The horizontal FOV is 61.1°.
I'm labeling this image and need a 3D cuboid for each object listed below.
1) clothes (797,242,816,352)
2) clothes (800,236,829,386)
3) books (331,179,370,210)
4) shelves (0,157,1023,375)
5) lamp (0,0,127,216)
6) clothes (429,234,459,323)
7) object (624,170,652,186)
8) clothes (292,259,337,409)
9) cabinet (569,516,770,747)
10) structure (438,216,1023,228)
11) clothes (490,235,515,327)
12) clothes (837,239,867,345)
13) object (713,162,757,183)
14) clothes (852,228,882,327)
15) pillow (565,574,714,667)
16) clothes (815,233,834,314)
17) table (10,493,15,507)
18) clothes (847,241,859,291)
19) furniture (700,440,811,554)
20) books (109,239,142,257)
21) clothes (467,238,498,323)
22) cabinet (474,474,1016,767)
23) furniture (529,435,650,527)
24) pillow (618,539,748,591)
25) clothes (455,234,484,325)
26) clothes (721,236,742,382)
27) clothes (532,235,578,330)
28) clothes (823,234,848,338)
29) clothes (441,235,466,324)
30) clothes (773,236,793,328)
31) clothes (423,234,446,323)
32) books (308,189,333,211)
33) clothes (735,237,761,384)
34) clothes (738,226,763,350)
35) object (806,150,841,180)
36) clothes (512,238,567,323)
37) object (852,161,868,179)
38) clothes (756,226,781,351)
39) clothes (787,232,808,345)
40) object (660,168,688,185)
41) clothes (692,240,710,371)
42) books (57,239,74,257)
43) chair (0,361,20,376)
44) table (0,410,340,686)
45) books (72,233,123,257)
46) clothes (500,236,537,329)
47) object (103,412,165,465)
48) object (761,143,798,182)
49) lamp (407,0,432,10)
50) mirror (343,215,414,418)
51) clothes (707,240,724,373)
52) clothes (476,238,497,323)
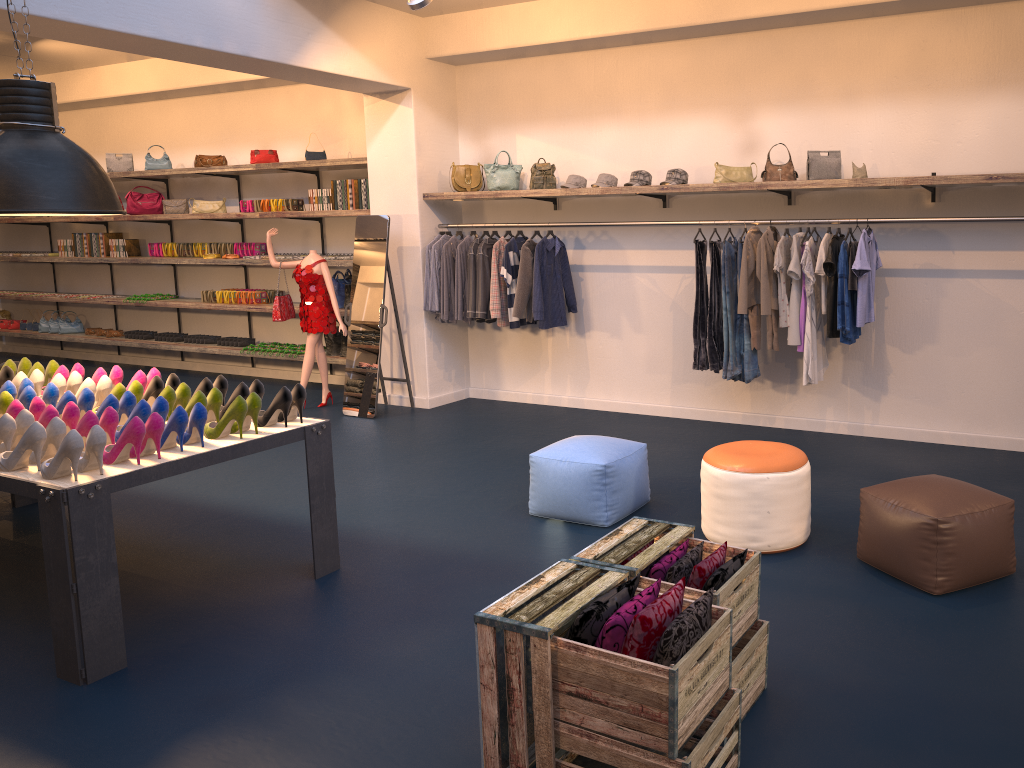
[{"bbox_3d":[2.211,-0.622,6.473,0.086,0.870,0.357,3,8,35],"label":"clothes"},{"bbox_3d":[2.268,-0.546,6.459,0.121,1.101,0.539,3,8,32],"label":"clothes"},{"bbox_3d":[-1.431,-1.834,8.421,0.598,0.286,0.257,4,10,28],"label":"books"},{"bbox_3d":[-2.735,-0.308,4.390,15.690,2.210,9.321,5,12,30],"label":"shelves"},{"bbox_3d":[-2.224,-1.593,3.925,0.661,1.635,0.744,1,8,23],"label":"lamp"},{"bbox_3d":[-0.589,-0.960,7.944,0.113,0.809,0.584,3,9,33],"label":"clothes"},{"bbox_3d":[1.033,-1.674,7.081,0.266,0.135,0.157,-8,11,-37],"label":"object"},{"bbox_3d":[-1.814,-0.464,8.015,0.332,1.375,0.485,1,7,20],"label":"clothes"},{"bbox_3d":[0.569,0.835,3.027,0.518,0.544,0.508,4,10,31],"label":"cabinet"},{"bbox_3d":[2.884,-1.138,6.033,8.122,0.038,0.042,5,11,28],"label":"structure"},{"bbox_3d":[-0.002,-0.914,7.675,0.163,0.790,0.728,3,9,33],"label":"clothes"},{"bbox_3d":[2.476,-0.668,6.323,0.116,0.764,0.526,3,9,32],"label":"clothes"},{"bbox_3d":[1.745,-1.636,6.730,0.384,0.173,0.220,-4,9,-18],"label":"object"},{"bbox_3d":[2.566,-0.772,6.252,0.115,0.694,0.591,3,9,32],"label":"clothes"},{"bbox_3d":[0.354,0.765,2.538,0.406,0.346,0.385,4,10,31],"label":"pillow"},{"bbox_3d":[2.333,-0.815,6.378,0.072,0.582,0.562,3,9,33],"label":"clothes"},{"bbox_3d":[-4.343,0.367,5.374,2.366,0.735,1.332,5,11,30],"label":"table"},{"bbox_3d":[2.465,-0.848,6.269,0.129,0.368,0.491,3,10,32],"label":"clothes"},{"bbox_3d":[1.289,0.576,4.596,0.538,0.476,0.628,5,11,34],"label":"furniture"},{"bbox_3d":[-4.606,-1.616,10.326,0.307,0.211,0.196,4,10,29],"label":"books"},{"bbox_3d":[-0.201,-0.932,7.764,0.119,0.748,0.711,3,9,35],"label":"clothes"},{"bbox_3d":[1.164,0.761,3.397,3.058,0.544,0.686,-10,13,-43],"label":"cabinet"},{"bbox_3d":[0.457,0.527,5.082,0.604,0.420,0.699,4,11,30],"label":"furniture"},{"bbox_3d":[0.556,0.713,3.005,0.427,0.317,0.333,4,10,30],"label":"pillow"},{"bbox_3d":[-0.320,-0.952,7.841,0.177,0.795,0.566,2,9,29],"label":"clothes"},{"bbox_3d":[1.694,-0.568,6.707,0.151,1.128,0.239,0,7,14],"label":"clothes"},{"bbox_3d":[0.358,-0.882,7.482,0.163,0.790,0.728,3,9,33],"label":"clothes"},{"bbox_3d":[2.382,-0.719,6.356,0.128,0.746,0.608,3,9,35],"label":"clothes"},{"bbox_3d":[-0.453,-0.963,7.913,0.177,0.795,0.566,2,9,29],"label":"clothes"},{"bbox_3d":[2.084,-0.771,6.516,0.108,0.680,0.592,3,9,33],"label":"clothes"},{"bbox_3d":[-0.644,-0.964,7.974,0.113,0.809,0.584,3,9,33],"label":"clothes"},{"bbox_3d":[-1.837,-1.824,8.609,0.296,0.208,0.194,4,10,31],"label":"books"},{"bbox_3d":[1.797,-0.576,6.745,0.215,1.128,0.224,4,9,39],"label":"clothes"},{"bbox_3d":[1.874,-0.731,6.644,0.172,0.940,0.558,2,8,30],"label":"clothes"},{"bbox_3d":[2.321,-1.627,6.474,0.286,0.228,0.076,-3,7,-13],"label":"object"},{"bbox_3d":[0.226,-0.903,7.553,0.161,0.730,0.757,3,9,32],"label":"clothes"},{"bbox_3d":[2.537,-1.557,6.337,0.139,0.132,0.076,-5,8,-23],"label":"object"},{"bbox_3d":[1.962,-0.722,6.591,0.172,0.940,0.558,2,8,30],"label":"clothes"},{"bbox_3d":[2.160,-0.715,6.484,0.131,0.825,0.555,3,9,36],"label":"clothes"},{"bbox_3d":[1.301,-1.651,6.935,0.266,0.135,0.157,-8,11,-37],"label":"object"},{"bbox_3d":[1.483,-0.617,6.863,0.137,1.040,0.248,3,8,32],"label":"clothes"},{"bbox_3d":[-5.425,-1.679,10.719,0.296,0.208,0.194,4,10,31],"label":"books"},{"bbox_3d":[-3.418,0.290,5.580,0.438,0.795,0.581,2,9,26],"label":"chair"},{"bbox_3d":[-2.251,0.550,4.238,2.366,0.735,1.332,5,11,30],"label":"table"},{"bbox_3d":[-5.018,-1.689,10.531,0.598,0.286,0.257,4,10,28],"label":"books"},{"bbox_3d":[0.087,-0.897,7.625,0.115,0.788,0.611,3,9,35],"label":"clothes"},{"bbox_3d":[-1.521,0.209,3.479,0.226,0.194,0.216,4,10,28],"label":"object"},{"bbox_3d":[2.040,-1.686,6.625,0.293,0.297,0.103,-1,7,0],"label":"object"},{"bbox_3d":[-0.652,-2.628,5.775,0.260,0.325,0.168,-6,9,-30],"label":"lamp"},{"bbox_3d":[-1.235,-0.623,7.775,0.469,1.752,0.563,3,8,32],"label":"mirror"},{"bbox_3d":[1.619,-0.604,6.807,0.137,1.040,0.248,3,8,32],"label":"clothes"},{"bbox_3d":[-0.121,-0.925,7.721,0.119,0.748,0.711,3,9,35],"label":"clothes"}]
